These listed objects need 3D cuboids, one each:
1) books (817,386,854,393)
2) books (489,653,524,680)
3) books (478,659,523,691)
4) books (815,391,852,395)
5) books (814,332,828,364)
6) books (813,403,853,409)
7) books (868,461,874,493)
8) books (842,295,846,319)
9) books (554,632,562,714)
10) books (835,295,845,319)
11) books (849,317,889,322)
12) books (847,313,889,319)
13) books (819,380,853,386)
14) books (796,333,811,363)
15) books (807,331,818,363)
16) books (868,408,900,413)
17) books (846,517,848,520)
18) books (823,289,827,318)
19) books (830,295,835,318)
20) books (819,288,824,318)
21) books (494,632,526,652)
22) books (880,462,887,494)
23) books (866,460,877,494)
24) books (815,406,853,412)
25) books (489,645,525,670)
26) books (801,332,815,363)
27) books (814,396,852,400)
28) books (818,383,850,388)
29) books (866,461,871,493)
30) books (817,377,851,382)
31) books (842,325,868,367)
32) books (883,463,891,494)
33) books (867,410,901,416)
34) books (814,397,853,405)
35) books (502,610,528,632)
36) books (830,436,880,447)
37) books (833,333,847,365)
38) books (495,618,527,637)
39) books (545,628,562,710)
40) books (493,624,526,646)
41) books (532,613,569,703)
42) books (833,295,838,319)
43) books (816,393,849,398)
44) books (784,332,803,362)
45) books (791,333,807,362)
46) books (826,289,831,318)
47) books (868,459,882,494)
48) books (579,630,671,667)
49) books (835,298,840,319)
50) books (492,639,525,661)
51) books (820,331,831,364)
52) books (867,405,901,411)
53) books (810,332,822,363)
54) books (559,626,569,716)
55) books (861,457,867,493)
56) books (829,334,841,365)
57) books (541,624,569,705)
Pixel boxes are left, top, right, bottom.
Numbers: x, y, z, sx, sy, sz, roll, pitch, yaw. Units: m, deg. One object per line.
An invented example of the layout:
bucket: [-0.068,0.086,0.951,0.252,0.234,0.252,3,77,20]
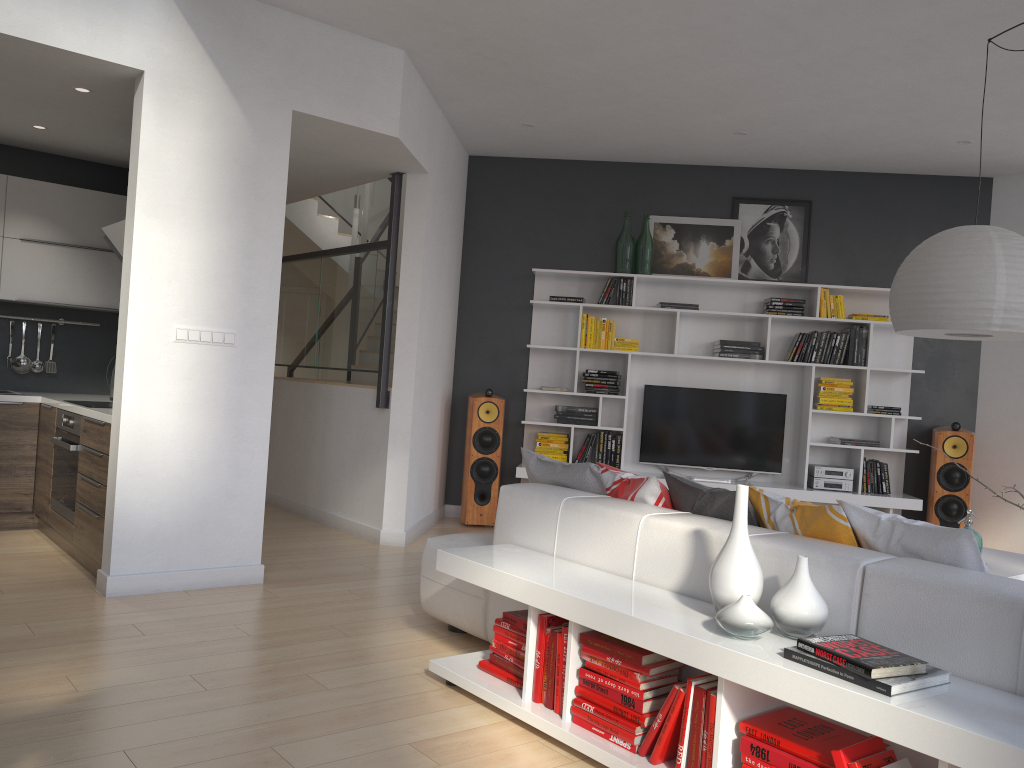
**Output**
books: [2.504,0.043,6.877,0.239,0.033,0.176,4,0,9]
books: [0.075,1.022,3.232,0.206,0.034,0.259,4,0,-36]
books: [0.057,1.054,3.239,0.227,0.032,0.301,4,0,-39]
books: [2.492,0.068,6.880,0.239,0.019,0.171,4,0,6]
books: [2.367,-0.276,6.858,0.084,0.249,0.191,4,0,6]
books: [2.482,0.167,6.864,0.257,0.024,0.203,4,0,9]
books: [2.734,0.712,6.798,0.049,0.236,0.170,4,0,7]
books: [2.531,-0.583,6.806,0.044,0.184,0.142,4,0,7]
books: [0.225,0.953,2.965,0.195,0.259,0.042,4,0,-39]
books: [2.507,-0.584,6.800,0.064,0.184,0.141,4,0,7]
books: [2.737,-0.490,6.815,0.257,0.028,0.194,4,0,11]
books: [2.737,-0.515,6.824,0.257,0.024,0.203,4,0,9]
books: [2.509,-0.008,6.875,0.223,0.023,0.163,4,0,10]
books: [2.244,-0.276,6.859,0.081,0.233,0.169,4,0,5]
books: [2.304,-0.282,6.867,0.075,0.254,0.192,4,0,5]
books: [2.841,0.202,6.776,0.198,0.015,0.142,4,0,5]
books: [2.558,1.109,6.746,0.044,0.255,0.198,4,0,6]
books: [2.388,-0.613,6.831,0.041,0.224,0.163,4,0,4]
books: [2.445,-0.586,6.811,0.054,0.180,0.132,4,0,6]
books: [2.363,-0.617,6.815,0.041,0.229,0.161,4,0,5]
books: [0.090,0.943,3.243,0.191,0.028,0.261,4,0,-39]
books: [2.814,0.715,6.785,0.066,0.242,0.177,4,0,6]
books: [2.755,0.710,6.788,0.050,0.242,0.169,4,0,6]
books: [2.483,0.193,6.855,0.257,0.028,0.194,4,0,11]
books: [0.065,0.992,3.234,0.187,0.026,0.266,4,0,-33]
books: [2.278,-0.276,6.843,0.069,0.242,0.172,4,0,7]
books: [2.487,0.106,6.883,0.251,0.014,0.189,4,0,9]
books: [2.500,0.015,6.879,0.227,0.022,0.160,4,0,22]
books: [2.711,0.710,6.807,0.053,0.240,0.189,4,0,7]
books: [2.504,-0.031,6.898,0.223,0.023,0.163,4,0,10]
books: [2.644,-0.286,6.854,0.128,0.321,0.259,4,0,6]
books: [2.850,0.721,6.813,0.077,0.233,0.179,4,0,6]
books: [2.841,0.221,6.773,0.213,0.023,0.161,4,0,10]
books: [2.486,0.134,6.869,0.243,0.042,0.189,4,0,6]
books: [0.084,0.862,3.222,0.152,0.029,0.206,4,0,-33]
books: [2.639,0.446,6.840,0.310,0.047,0.250,4,0,2]
books: [2.508,-0.266,6.840,0.084,0.249,0.191,4,0,6]
books: [0.085,0.889,3.234,0.178,0.025,0.254,4,0,-39]
books: [0.209,0.952,3.002,0.207,0.259,0.034,4,0,-39]
books: [0.081,0.915,3.231,0.179,0.028,0.269,4,0,-37]
books: [0.164,0.933,3.053,0.208,0.294,0.036,4,0,-39]
books: [2.465,-0.584,6.802,0.044,0.178,0.128,4,0,6]
books: [2.477,0.087,6.864,0.217,0.023,0.145,4,0,10]
books: [2.181,-0.281,6.875,0.104,0.234,0.182,4,0,6]
books: [2.215,-0.277,6.876,0.096,0.234,0.187,4,0,7]
books: [2.418,-0.611,6.836,0.054,0.224,0.164,4,0,5]
books: [2.785,0.707,6.796,0.066,0.255,0.193,4,0,6]
books: [0.377,0.824,2.803,0.206,0.034,0.259,4,0,-42]
books: [2.481,-0.574,6.788,0.046,0.161,0.108,4,0,5]
books: [0.079,0.967,3.230,0.182,0.025,0.257,4,0,-39]
books: [2.401,-0.278,6.855,0.066,0.260,0.197,4,0,6]
books: [2.847,0.183,6.791,0.213,0.023,0.161,4,0,10]
books: [2.329,-0.273,6.857,0.068,0.243,0.179,4,0,5]
books: [0.251,0.939,2.942,0.214,0.291,0.049,4,0,-39]
books: [2.680,0.692,6.814,0.053,0.268,0.202,4,0,6]
books: [2.469,-0.265,6.832,0.071,0.243,0.179,4,0,5]
books: [0.187,0.952,3.027,0.181,0.255,0.031,4,0,-39]
